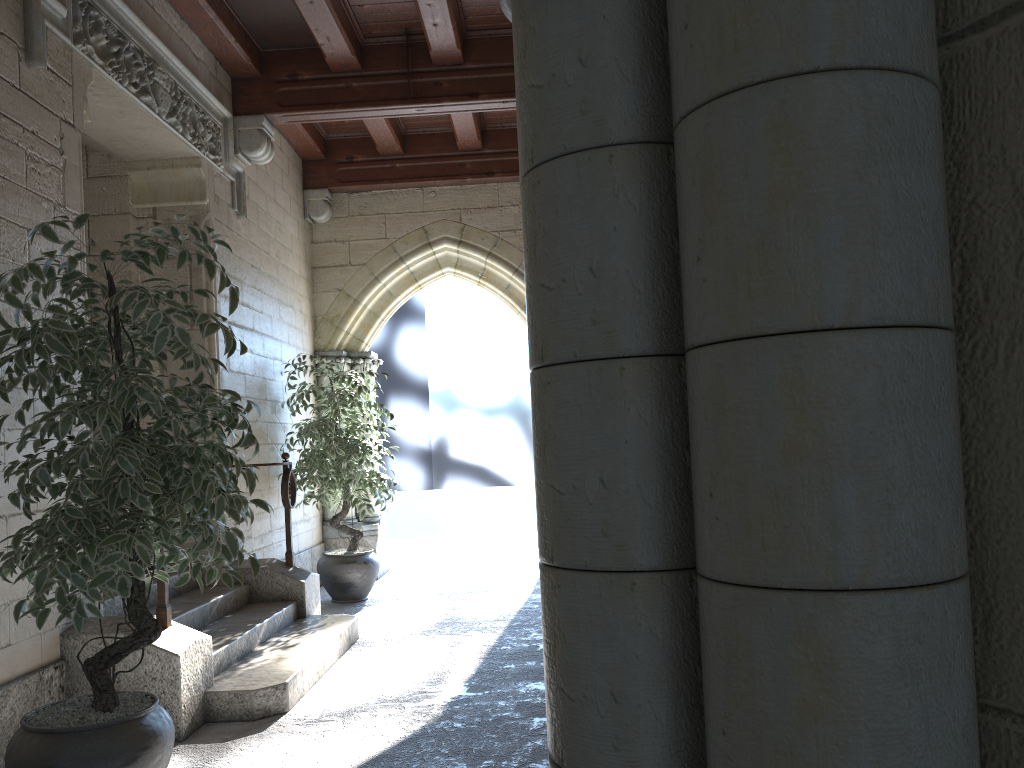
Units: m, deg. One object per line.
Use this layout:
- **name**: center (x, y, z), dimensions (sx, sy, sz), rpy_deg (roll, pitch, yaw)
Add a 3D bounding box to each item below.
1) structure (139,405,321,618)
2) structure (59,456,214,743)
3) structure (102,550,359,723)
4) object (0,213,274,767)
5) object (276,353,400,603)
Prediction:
- **structure**: center (-1.541, 0.733, 4.718), dimensions (0.888, 1.260, 0.473), rpy_deg (-3, -2, 2)
- **structure**: center (-1.596, 0.640, 3.309), dimensions (0.888, 1.260, 0.477), rpy_deg (-3, -2, 2)
- **structure**: center (-2.119, 0.942, 4.022), dimensions (2.573, 0.808, 1.464), rpy_deg (-3, -3, 2)
- **object**: center (-1.041, 0.373, 2.404), dimensions (0.788, 1.616, 0.751), rpy_deg (-4, -2, 33)
- **object**: center (-1.112, 0.604, 5.758), dimensions (0.787, 1.616, 0.752), rpy_deg (-3, -2, -2)
